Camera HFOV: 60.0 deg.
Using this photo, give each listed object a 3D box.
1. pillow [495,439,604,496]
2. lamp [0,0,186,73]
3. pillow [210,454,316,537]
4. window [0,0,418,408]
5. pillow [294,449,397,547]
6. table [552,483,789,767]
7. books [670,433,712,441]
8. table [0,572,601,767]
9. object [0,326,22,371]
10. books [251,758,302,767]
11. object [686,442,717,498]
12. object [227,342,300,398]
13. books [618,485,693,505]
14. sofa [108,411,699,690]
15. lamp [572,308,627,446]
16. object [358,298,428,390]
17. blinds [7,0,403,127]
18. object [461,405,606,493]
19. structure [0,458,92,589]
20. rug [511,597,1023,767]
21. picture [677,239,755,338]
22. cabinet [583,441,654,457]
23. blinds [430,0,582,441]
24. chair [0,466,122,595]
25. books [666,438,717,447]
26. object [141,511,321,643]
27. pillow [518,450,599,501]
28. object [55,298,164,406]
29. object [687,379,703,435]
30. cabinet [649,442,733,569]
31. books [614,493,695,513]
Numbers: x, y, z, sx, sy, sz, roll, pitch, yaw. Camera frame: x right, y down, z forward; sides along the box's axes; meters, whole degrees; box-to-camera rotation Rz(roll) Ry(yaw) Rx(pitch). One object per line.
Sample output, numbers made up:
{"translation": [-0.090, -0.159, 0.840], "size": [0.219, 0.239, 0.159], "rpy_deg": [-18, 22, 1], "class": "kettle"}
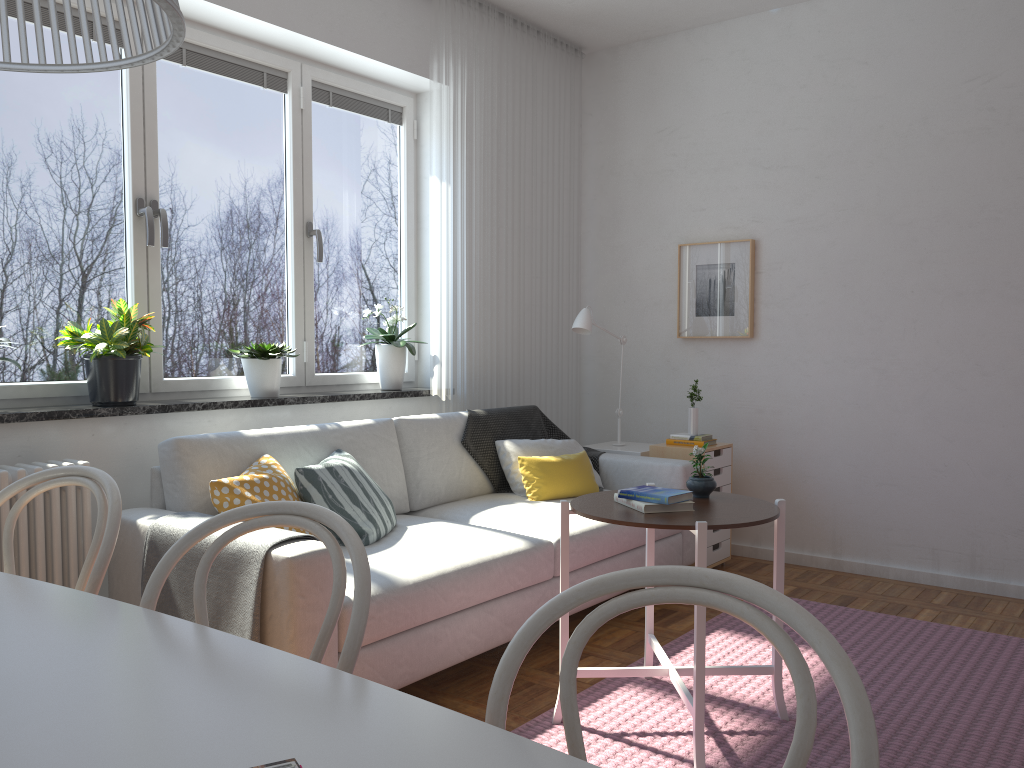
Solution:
{"translation": [0.186, 0.391, 4.262], "size": [0.532, 0.260, 0.301], "rpy_deg": [-2, 4, -39], "class": "pillow"}
{"translation": [-0.370, -0.997, 0.539], "size": [0.293, 1.498, 0.292], "rpy_deg": [0, 3, -7], "class": "lamp"}
{"translation": [-0.811, 0.418, 2.977], "size": [0.313, 0.318, 0.464], "rpy_deg": [0, 3, 5], "class": "pillow"}
{"translation": [-1.401, -0.689, 3.406], "size": [0.151, 1.512, 3.018], "rpy_deg": [3, 4, 38], "class": "window"}
{"translation": [-0.594, 0.406, 3.232], "size": [0.309, 0.289, 0.469], "rpy_deg": [1, 3, 9], "class": "pillow"}
{"translation": [0.483, 0.692, 2.684], "size": [0.617, 0.688, 0.617], "rpy_deg": [2, 4, 36], "class": "table"}
{"translation": [0.928, 0.273, 4.579], "size": [0.175, 0.024, 0.136], "rpy_deg": [2, 3, 38], "class": "books"}
{"translation": [-0.565, 0.729, 0.748], "size": [2.288, 0.770, 0.931], "rpy_deg": [2, 3, 38], "class": "table"}
{"translation": [-1.751, -0.062, 2.807], "size": [0.371, 0.309, 0.379], "rpy_deg": [1, 3, 12], "class": "object"}
{"translation": [-0.259, 0.339, 0.616], "size": [0.278, 0.022, 0.204], "rpy_deg": [-1, 3, -26], "class": "books"}
{"translation": [0.596, 0.270, 2.792], "size": [0.096, 0.175, 0.108], "rpy_deg": [1, 3, 16], "class": "object"}
{"translation": [-1.038, -0.064, 3.719], "size": [0.283, 0.237, 0.267], "rpy_deg": [1, 3, 19], "class": "object"}
{"translation": [0.423, 0.326, 2.617], "size": [0.174, 0.024, 0.136], "rpy_deg": [2, 3, 43], "class": "books"}
{"translation": [-0.222, 0.575, 3.613], "size": [1.003, 0.843, 2.460], "rpy_deg": [2, 3, 38], "class": "sofa"}
{"translation": [0.187, 0.361, 2.720], "size": [0.332, 1.348, 4.588], "rpy_deg": [0, 3, 7], "class": "lamp"}
{"translation": [-0.622, -0.193, 4.340], "size": [0.340, 0.444, 0.286], "rpy_deg": [2, 3, 26], "class": "object"}
{"translation": [-1.428, -1.311, 3.390], "size": [0.015, 0.098, 2.843], "rpy_deg": [3, 4, 38], "class": "blinds"}
{"translation": [0.128, 0.437, 4.437], "size": [0.677, 0.648, 0.977], "rpy_deg": [0, 3, 7], "class": "object"}
{"translation": [-1.696, 0.570, 2.574], "size": [0.224, 0.624, 0.972], "rpy_deg": [3, 4, 37], "class": "structure"}
{"translation": [1.340, 1.044, 2.441], "size": [2.365, 0.008, 2.456], "rpy_deg": [2, 3, 38], "class": "rug"}
{"translation": [1.117, -0.516, 4.877], "size": [0.431, 0.524, 0.050], "rpy_deg": [2, 4, 37], "class": "picture"}
{"translation": [0.631, 0.643, 4.903], "size": [0.400, 0.601, 0.400], "rpy_deg": [2, 4, 38], "class": "cabinet"}
{"translation": [0.011, -0.505, 4.796], "size": [0.055, 2.890, 1.291], "rpy_deg": [3, 4, 38], "class": "blinds"}
{"translation": [-0.302, 0.350, 2.936], "size": [0.448, 1.343, 3.691], "rpy_deg": [1, 3, 23], "class": "chair"}
{"translation": [0.930, 0.299, 4.586], "size": [0.210, 0.028, 0.163], "rpy_deg": [2, 3, 38], "class": "books"}
{"translation": [-0.846, 0.681, 2.657], "size": [0.608, 0.534, 0.288], "rpy_deg": [2, 4, 38], "class": "object"}
{"translation": [0.216, 0.417, 4.054], "size": [0.401, 0.194, 0.210], "rpy_deg": [-2, 3, -35], "class": "pillow"}
{"translation": [-1.434, -0.115, 3.170], "size": [0.333, 0.385, 0.299], "rpy_deg": [-2, 4, -37], "class": "object"}
{"translation": [0.939, 0.118, 4.560], "size": [0.085, 0.287, 0.081], "rpy_deg": [3, 5, 44], "class": "object"}
{"translation": [0.929, 0.634, 4.608], "size": [0.301, 0.644, 0.349], "rpy_deg": [3, 4, 38], "class": "cabinet"}
{"translation": [0.421, 0.351, 2.642], "size": [0.162, 0.026, 0.209], "rpy_deg": [-1, 3, -17], "class": "books"}
